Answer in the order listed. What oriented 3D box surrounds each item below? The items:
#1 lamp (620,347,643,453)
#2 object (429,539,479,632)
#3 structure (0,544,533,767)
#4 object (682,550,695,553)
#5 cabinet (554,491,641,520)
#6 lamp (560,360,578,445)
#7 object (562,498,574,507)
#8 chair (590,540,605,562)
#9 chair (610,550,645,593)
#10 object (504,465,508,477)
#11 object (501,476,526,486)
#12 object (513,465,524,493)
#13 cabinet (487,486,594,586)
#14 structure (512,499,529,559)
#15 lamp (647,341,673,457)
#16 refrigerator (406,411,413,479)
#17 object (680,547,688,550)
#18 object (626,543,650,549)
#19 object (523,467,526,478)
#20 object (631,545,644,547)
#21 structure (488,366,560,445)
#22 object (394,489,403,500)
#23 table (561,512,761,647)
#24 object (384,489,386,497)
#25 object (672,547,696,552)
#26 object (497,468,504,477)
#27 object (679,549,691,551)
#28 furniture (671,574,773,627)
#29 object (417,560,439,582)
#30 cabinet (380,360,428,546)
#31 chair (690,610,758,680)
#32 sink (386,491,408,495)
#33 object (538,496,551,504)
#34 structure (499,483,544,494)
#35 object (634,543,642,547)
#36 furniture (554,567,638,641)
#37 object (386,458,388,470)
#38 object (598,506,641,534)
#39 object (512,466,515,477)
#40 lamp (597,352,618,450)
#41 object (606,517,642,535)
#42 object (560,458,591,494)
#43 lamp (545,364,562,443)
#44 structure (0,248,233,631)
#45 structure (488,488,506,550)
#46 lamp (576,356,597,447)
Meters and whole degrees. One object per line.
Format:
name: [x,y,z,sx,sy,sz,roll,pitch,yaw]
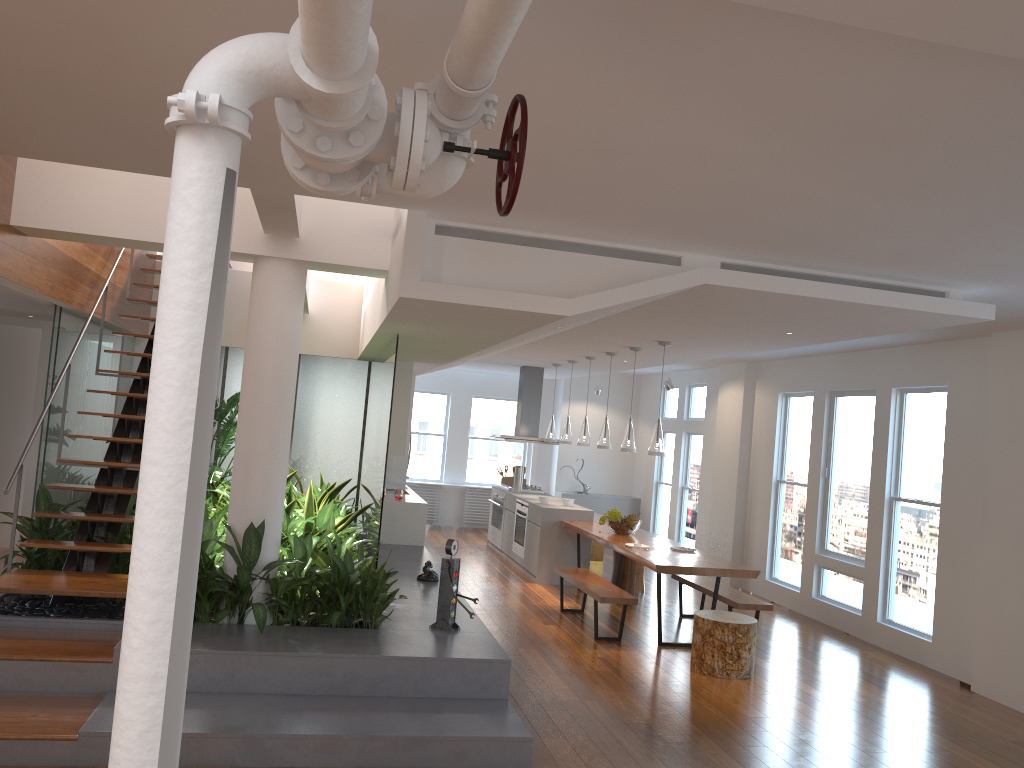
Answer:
lamp: [1.139,0.114,8.391,0.160,1.060,0.160,4,-3,15]
object: [-0.335,1.271,5.588,0.318,0.565,0.134,4,-3,24]
structure: [-1.983,1.663,6.798,3.088,0.386,5.584,6,-3,-12]
object: [1.579,1.486,7.860,0.158,0.017,0.019,6,-3,-17]
cabinet: [1.338,2.125,14.125,1.309,0.725,0.420,6,-3,-12]
lamp: [0.684,0.182,10.510,0.160,1.060,0.160,4,-3,15]
object: [0.642,1.362,10.182,0.152,0.082,0.152,3,-4,39]
chair: [1.029,2.149,12.051,0.344,0.430,0.549,5,-3,-8]
chair: [1.294,2.054,9.844,0.396,0.455,0.402,6,-3,-22]
object: [-0.087,1.298,12.539,0.055,0.299,0.027,6,-3,-12]
object: [0.024,1.389,12.550,0.353,0.157,0.084,6,-3,-12]
object: [0.096,1.251,11.645,0.120,0.356,0.172,3,-4,36]
cabinet: [0.279,1.840,11.193,0.597,0.832,2.936,6,-3,-12]
structure: [0.110,1.729,10.645,0.072,0.648,0.644,6,-3,-12]
lamp: [1.291,0.092,7.684,0.160,1.060,0.160,4,-3,15]
refrigerator: [-1.776,1.214,12.136,0.725,1.772,0.908,6,-3,-12]
object: [1.544,1.483,7.962,0.079,0.030,0.070,3,-3,31]
object: [1.123,1.450,7.921,0.222,0.020,0.222,3,-3,29]
object: [0.160,1.324,12.592,0.057,0.294,0.030,6,-3,-12]
object: [1.123,1.455,7.921,0.124,0.011,0.124,4,-3,9]
structure: [0.249,0.095,12.155,0.909,1.405,0.900,6,-3,-12]
object: [-1.198,1.170,9.387,0.094,0.106,0.094,5,-3,-6]
table: [0.893,1.892,9.894,0.893,0.704,5.996,6,-3,-12]
object: [-1.385,1.155,9.395,0.094,0.106,0.094,5,-3,-6]
object: [1.544,1.489,7.961,0.222,0.020,0.222,6,-3,-20]
object: [-0.124,1.313,12.528,0.199,0.259,0.016,5,-3,-1]
object: [1.543,1.493,7.961,0.124,0.011,0.124,7,-3,-30]
furniture: [1.857,2.043,8.046,0.316,0.389,1.433,6,-3,-12]
object: [-0.697,1.526,7.258,0.181,0.155,0.216,2,-4,43]
cabinet: [-1.655,0.972,11.410,0.676,2.280,4.565,6,-3,-12]
chair: [1.580,1.938,6.620,0.460,0.400,0.460,5,-3,-2]
sink: [-1.453,1.372,10.384,0.449,0.192,0.666,6,-3,-12]
object: [0.373,1.342,10.251,0.152,0.082,0.152,3,-3,27]
structure: [0.127,1.420,12.115,0.520,0.073,0.650,6,-3,-12]
object: [1.124,1.444,7.921,0.079,0.030,0.070,2,-4,41]
furniture: [0.695,1.930,7.800,0.316,0.389,1.433,6,-3,-12]
object: [-1.685,1.087,10.940,0.267,0.356,0.266,4,-3,14]
object: [1.094,1.372,8.929,0.292,0.284,0.394,2,-4,42]
object: [0.029,1.310,12.563,0.061,0.299,0.040,6,-3,-14]
lamp: [0.987,0.137,9.097,0.160,1.060,0.160,4,-3,15]
object: [1.116,1.437,8.917,0.360,0.159,0.360,2,-4,41]
object: [1.028,1.447,14.035,0.590,0.563,0.210,7,-4,-41]
lamp: [0.532,0.204,11.217,0.160,1.060,0.160,4,-3,15]
structure: [-2.150,-0.412,7.506,2.552,4.265,4.591,6,-3,-12]
structure: [0.051,1.839,12.073,0.649,0.735,0.890,6,-3,-12]
lamp: [0.836,0.159,9.804,0.160,1.060,0.160,4,-3,15]
